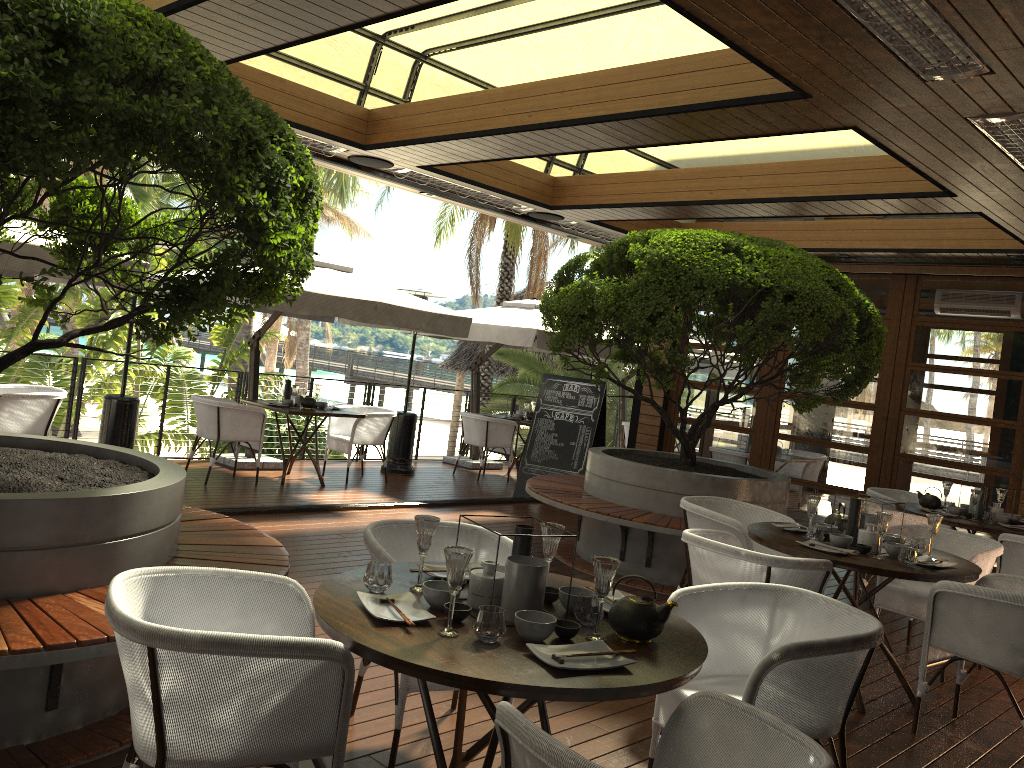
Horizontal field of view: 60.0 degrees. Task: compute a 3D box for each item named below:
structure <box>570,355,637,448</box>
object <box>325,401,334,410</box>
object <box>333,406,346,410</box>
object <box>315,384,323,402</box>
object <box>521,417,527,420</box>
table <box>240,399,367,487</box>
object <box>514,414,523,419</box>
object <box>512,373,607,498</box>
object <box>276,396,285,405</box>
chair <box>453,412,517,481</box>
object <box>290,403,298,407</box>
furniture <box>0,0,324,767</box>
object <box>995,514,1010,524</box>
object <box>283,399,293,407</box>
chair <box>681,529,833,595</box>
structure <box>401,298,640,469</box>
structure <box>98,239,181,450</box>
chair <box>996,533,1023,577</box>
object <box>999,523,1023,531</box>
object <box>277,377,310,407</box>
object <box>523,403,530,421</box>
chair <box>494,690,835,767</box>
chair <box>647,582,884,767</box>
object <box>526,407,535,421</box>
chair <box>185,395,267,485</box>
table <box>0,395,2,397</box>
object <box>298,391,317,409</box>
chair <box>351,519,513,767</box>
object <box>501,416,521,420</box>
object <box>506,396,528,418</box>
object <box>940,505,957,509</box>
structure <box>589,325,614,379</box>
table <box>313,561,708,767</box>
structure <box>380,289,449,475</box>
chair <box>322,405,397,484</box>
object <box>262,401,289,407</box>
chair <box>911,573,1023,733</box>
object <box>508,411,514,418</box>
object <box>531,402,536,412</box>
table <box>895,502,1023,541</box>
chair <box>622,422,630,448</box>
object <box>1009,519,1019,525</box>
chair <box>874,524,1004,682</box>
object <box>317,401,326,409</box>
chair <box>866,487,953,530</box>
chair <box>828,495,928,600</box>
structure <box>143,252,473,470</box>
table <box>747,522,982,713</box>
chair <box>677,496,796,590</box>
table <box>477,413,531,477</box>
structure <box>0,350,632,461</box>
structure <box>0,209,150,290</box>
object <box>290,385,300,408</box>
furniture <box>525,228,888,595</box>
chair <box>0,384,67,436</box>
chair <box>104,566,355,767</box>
[{"bbox_3d":[2.478,0.272,13.940,2.417,2.332,2.411,8,1,44],"label":"structure"},{"bbox_3d":[-1.870,0.223,9.074,0.086,0.086,0.087,6,1,-42],"label":"object"},{"bbox_3d":[-1.891,0.245,9.286,0.295,0.025,0.170,9,2,44],"label":"object"},{"bbox_3d":[-2.039,0.121,9.283,0.082,0.227,0.082,8,1,45],"label":"object"},{"bbox_3d":[0.147,0.443,11.257,0.080,0.042,0.080,8,2,35],"label":"object"},{"bbox_3d":[-2.171,0.606,9.048,0.933,0.749,0.930,8,2,44],"label":"table"},{"bbox_3d":[0.078,0.421,11.324,0.116,0.065,0.116,6,2,-42],"label":"object"},{"bbox_3d":[0.608,0.617,9.821,0.769,1.397,0.771,8,1,28],"label":"object"},{"bbox_3d":[-2.334,0.167,8.944,0.086,0.086,0.087,6,1,-42],"label":"object"},{"bbox_3d":[-0.355,0.767,10.949,0.628,0.788,0.616,8,1,45],"label":"chair"},{"bbox_3d":[-2.173,0.214,8.816,0.080,0.042,0.080,7,1,5],"label":"object"},{"bbox_3d":[-2.128,-0.203,3.417,2.619,2.722,2.692,8,1,34],"label":"furniture"},{"bbox_3d":[3.623,1.008,6.575,0.116,0.065,0.116,6,2,-35],"label":"object"},{"bbox_3d":[-2.243,0.191,8.883,0.116,0.065,0.116,9,2,42],"label":"object"},{"bbox_3d":[1.116,1.142,4.286,0.616,0.788,0.628,7,1,-40],"label":"chair"},{"bbox_3d":[0.159,0.042,11.500,2.417,2.332,2.411,8,1,44],"label":"structure"},{"bbox_3d":[-3.504,-0.267,8.081,0.700,2.192,0.698,8,1,31],"label":"structure"},{"bbox_3d":[3.661,1.421,5.959,0.627,0.788,0.617,7,1,-15],"label":"chair"},{"bbox_3d":[3.694,1.042,6.406,0.294,0.025,0.170,7,2,-11],"label":"object"},{"bbox_3d":[-2.257,0.082,9.154,0.263,0.264,0.263,7,1,-1],"label":"object"},{"bbox_3d":[0.177,0.353,11.178,0.082,0.227,0.082,8,1,45],"label":"object"},{"bbox_3d":[0.286,1.101,1.899,0.627,0.788,0.617,7,1,-25],"label":"chair"},{"bbox_3d":[0.873,1.144,3.064,0.616,0.788,0.628,7,1,-25],"label":"chair"},{"bbox_3d":[0.272,0.386,11.390,0.168,0.179,0.163,8,1,42],"label":"object"},{"bbox_3d":[-2.751,0.530,8.428,0.628,0.788,0.616,8,1,45],"label":"chair"},{"bbox_3d":[-4.497,0.376,6.601,0.933,0.749,0.930,8,2,44],"label":"table"},{"bbox_3d":[-2.048,0.157,8.945,0.167,0.179,0.163,6,1,-44],"label":"object"},{"bbox_3d":[-0.300,0.983,3.454,0.627,0.788,0.617,7,1,-25],"label":"chair"},{"bbox_3d":[0.002,0.435,11.178,0.295,0.025,0.170,9,2,44],"label":"object"},{"bbox_3d":[0.064,0.312,11.596,0.263,0.264,0.263,7,1,-1],"label":"object"},{"bbox_3d":[3.512,0.997,7.185,0.294,0.025,0.170,7,2,-11],"label":"object"},{"bbox_3d":[1.116,0.190,12.942,0.700,2.192,0.698,8,1,31],"label":"structure"},{"bbox_3d":[-0.051,1.055,2.662,1.167,0.749,1.165,8,1,24],"label":"table"},{"bbox_3d":[-1.217,-0.041,10.487,0.700,2.192,0.698,8,1,31],"label":"structure"},{"bbox_3d":[-1.626,0.643,9.576,0.628,0.788,0.616,8,1,45],"label":"chair"},{"bbox_3d":[-2.319,0.206,8.737,0.295,0.025,0.170,9,2,44],"label":"object"},{"bbox_3d":[2.295,1.298,4.098,0.627,0.788,0.617,7,1,-40],"label":"chair"},{"bbox_3d":[-0.013,0.396,11.385,0.086,0.086,0.087,6,1,-42],"label":"object"},{"bbox_3d":[0.281,0.351,11.725,0.082,0.227,0.082,8,1,45],"label":"object"},{"bbox_3d":[3.518,1.398,6.804,1.166,0.749,1.165,8,1,12],"label":"table"},{"bbox_3d":[1.949,0.995,13.372,0.628,0.788,0.616,8,1,45],"label":"chair"},{"bbox_3d":[3.736,1.033,6.610,0.080,0.042,0.080,7,1,-13],"label":"object"},{"bbox_3d":[2.563,1.297,5.376,0.616,0.788,0.628,7,1,-40],"label":"chair"},{"bbox_3d":[-1.962,0.220,9.139,0.116,0.065,0.116,9,2,42],"label":"object"},{"bbox_3d":[3.351,1.336,7.593,0.627,0.788,0.617,7,1,-15],"label":"chair"},{"bbox_3d":[2.672,1.276,6.632,0.616,0.788,0.628,7,1,-15],"label":"chair"},{"bbox_3d":[-2.160,-0.187,9.061,2.417,2.332,2.411,8,1,44],"label":"structure"},{"bbox_3d":[1.803,1.236,4.729,1.166,0.749,1.165,8,1,12],"label":"table"},{"bbox_3d":[1.330,1.137,5.447,0.627,0.788,0.617,7,1,-40],"label":"chair"},{"bbox_3d":[0.154,0.836,11.494,0.933,0.749,0.930,8,2,44],"label":"table"},{"bbox_3d":[-6.037,0.136,6.687,0.163,1.153,26.239,8,1,44],"label":"structure"},{"bbox_3d":[-4.479,-0.416,6.622,2.417,2.332,2.411,8,1,44],"label":"structure"},{"bbox_3d":[-2.143,0.123,8.736,0.082,0.227,0.082,8,1,33],"label":"object"},{"bbox_3d":[1.480,0.156,7.112,2.570,2.722,2.719,7,1,9],"label":"furniture"},{"bbox_3d":[-3.972,0.410,7.108,0.628,0.788,0.616,8,1,45],"label":"chair"},{"bbox_3d":[-0.804,0.948,2.389,0.616,0.788,0.628,7,1,-25],"label":"chair"}]
